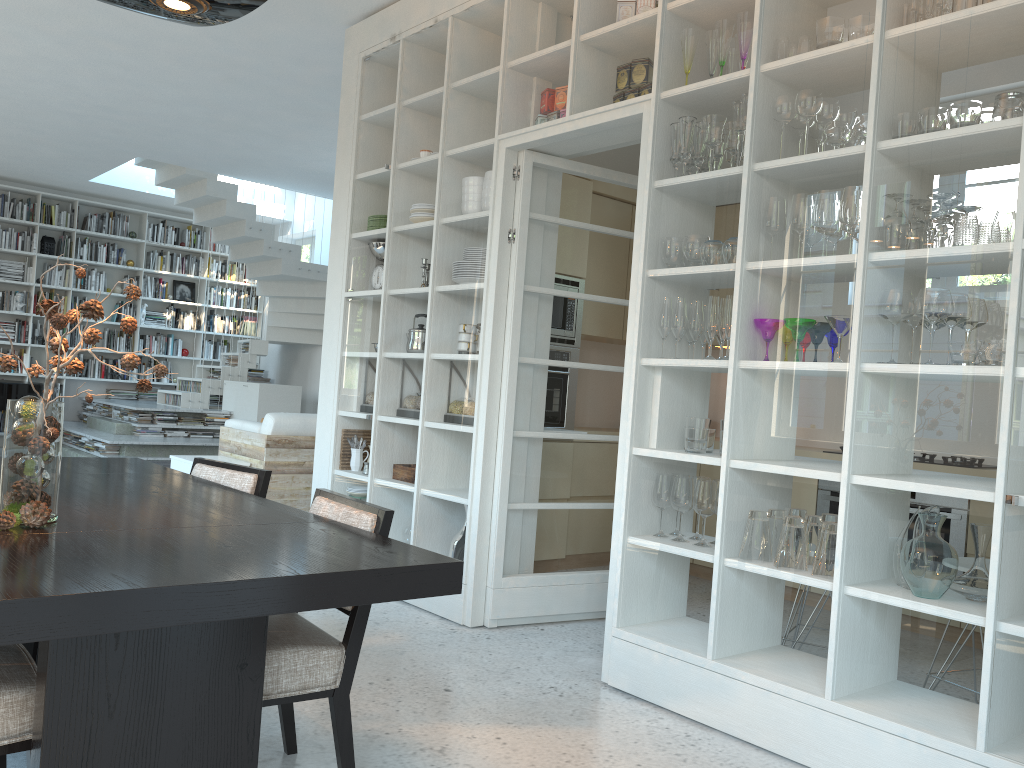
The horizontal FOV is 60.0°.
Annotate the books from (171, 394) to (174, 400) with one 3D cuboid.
[{"bbox_3d":[-4.171,0.195,11.025,0.125,0.125,0.008,4,0,-40],"label":"books"}]

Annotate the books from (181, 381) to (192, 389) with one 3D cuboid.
[{"bbox_3d":[-4.109,0.027,11.195,0.125,0.125,0.008,4,0,-40],"label":"books"}]

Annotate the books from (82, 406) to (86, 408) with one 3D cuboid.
[{"bbox_3d":[-5.389,0.302,11.373,0.179,0.012,0.261,5,-1,-40],"label":"books"}]

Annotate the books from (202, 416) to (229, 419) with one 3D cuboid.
[{"bbox_3d":[-3.471,0.394,10.360,0.261,0.012,0.179,5,-1,-36],"label":"books"}]

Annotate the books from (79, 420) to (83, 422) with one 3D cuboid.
[{"bbox_3d":[-5.448,0.477,11.380,0.163,0.019,0.187,5,-1,-41],"label":"books"}]

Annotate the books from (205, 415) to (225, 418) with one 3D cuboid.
[{"bbox_3d":[-3.474,0.376,10.365,0.192,0.024,0.167,5,-1,-35],"label":"books"}]

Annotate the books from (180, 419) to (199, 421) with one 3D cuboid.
[{"bbox_3d":[-3.710,0.408,10.179,0.179,0.010,0.160,5,-1,-38],"label":"books"}]

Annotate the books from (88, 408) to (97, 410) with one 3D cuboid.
[{"bbox_3d":[-5.199,0.318,11.154,0.163,0.008,0.294,5,-1,-42],"label":"books"}]

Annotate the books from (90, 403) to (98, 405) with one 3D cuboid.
[{"bbox_3d":[-5.193,0.256,11.155,0.163,0.018,0.289,5,-1,-41],"label":"books"}]

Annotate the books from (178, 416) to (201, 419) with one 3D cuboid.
[{"bbox_3d":[-3.701,0.385,10.170,0.173,0.011,0.203,4,-1,45],"label":"books"}]

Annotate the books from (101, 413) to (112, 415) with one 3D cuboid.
[{"bbox_3d":[-4.824,0.363,10.698,0.178,0.014,0.247,5,-1,-42],"label":"books"}]

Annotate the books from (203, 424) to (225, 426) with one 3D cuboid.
[{"bbox_3d":[-3.481,0.482,10.365,0.220,0.011,0.177,5,-1,-42],"label":"books"}]

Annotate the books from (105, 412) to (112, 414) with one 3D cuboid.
[{"bbox_3d":[-4.806,0.349,10.712,0.138,0.017,0.237,5,-1,-41],"label":"books"}]

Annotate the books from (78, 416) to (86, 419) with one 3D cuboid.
[{"bbox_3d":[-5.443,0.431,11.381,0.159,0.012,0.278,5,-1,-41],"label":"books"}]

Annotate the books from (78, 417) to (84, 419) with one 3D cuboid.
[{"bbox_3d":[-5.446,0.443,11.379,0.170,0.012,0.215,5,-1,-40],"label":"books"}]

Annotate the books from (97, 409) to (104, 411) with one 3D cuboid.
[{"bbox_3d":[-4.997,0.324,10.926,0.154,0.018,0.220,5,-1,-41],"label":"books"}]

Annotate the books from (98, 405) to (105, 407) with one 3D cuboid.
[{"bbox_3d":[-4.994,0.276,10.926,0.160,0.010,0.179,5,-1,-40],"label":"books"}]

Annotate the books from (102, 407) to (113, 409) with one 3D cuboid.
[{"bbox_3d":[-4.820,0.288,10.696,0.187,0.009,0.261,5,-1,-41],"label":"books"}]

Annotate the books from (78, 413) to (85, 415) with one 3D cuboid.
[{"bbox_3d":[-5.447,0.384,11.375,0.174,0.009,0.240,5,-1,-38],"label":"books"}]

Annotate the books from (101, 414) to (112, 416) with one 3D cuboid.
[{"bbox_3d":[-4.830,0.375,10.694,0.182,0.011,0.253,5,-1,-36],"label":"books"}]

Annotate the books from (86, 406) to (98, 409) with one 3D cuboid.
[{"bbox_3d":[-5.208,0.298,11.145,0.189,0.030,0.237,5,-1,-43],"label":"books"}]

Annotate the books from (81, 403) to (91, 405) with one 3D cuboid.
[{"bbox_3d":[-5.391,0.261,11.369,0.252,0.015,0.171,4,-1,45],"label":"books"}]

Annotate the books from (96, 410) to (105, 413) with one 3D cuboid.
[{"bbox_3d":[-5.007,0.344,10.919,0.164,0.023,0.242,5,-1,-36],"label":"books"}]

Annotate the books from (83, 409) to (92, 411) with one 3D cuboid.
[{"bbox_3d":[-5.388,0.334,11.376,0.163,0.017,0.232,5,-1,-38],"label":"books"}]

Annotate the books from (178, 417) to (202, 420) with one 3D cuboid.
[{"bbox_3d":[-3.706,0.397,10.175,0.246,0.013,0.172,5,-1,-41],"label":"books"}]

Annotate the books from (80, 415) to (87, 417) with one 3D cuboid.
[{"bbox_3d":[-5.445,0.408,11.378,0.160,0.009,0.210,5,-1,-36],"label":"books"}]

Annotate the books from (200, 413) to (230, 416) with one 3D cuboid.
[{"bbox_3d":[-3.466,0.358,10.357,0.181,0.013,0.285,4,-1,45],"label":"books"}]

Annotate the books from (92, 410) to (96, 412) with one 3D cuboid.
[{"bbox_3d":[-5.188,0.342,11.164,0.131,0.021,0.240,5,-1,-38],"label":"books"}]

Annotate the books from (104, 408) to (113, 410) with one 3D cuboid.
[{"bbox_3d":[-4.816,0.299,10.701,0.161,0.012,0.254,5,-1,-36],"label":"books"}]

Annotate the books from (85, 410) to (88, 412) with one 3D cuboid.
[{"bbox_3d":[-5.379,0.350,11.385,0.134,0.014,0.181,5,-1,-43],"label":"books"}]

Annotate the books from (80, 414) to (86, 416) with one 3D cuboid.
[{"bbox_3d":[-5.443,0.396,11.379,0.152,0.015,0.208,5,-1,-35],"label":"books"}]

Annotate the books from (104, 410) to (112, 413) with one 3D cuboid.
[{"bbox_3d":[-4.814,0.331,10.704,0.159,0.018,0.203,5,-1,-42],"label":"books"}]

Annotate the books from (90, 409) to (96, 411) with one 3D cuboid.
[{"bbox_3d":[-5.197,0.326,11.156,0.152,0.009,0.259,5,-1,-43],"label":"books"}]

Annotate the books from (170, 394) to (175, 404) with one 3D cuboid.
[{"bbox_3d":[-4.186,0.194,11.043,0.125,0.125,0.009,4,0,-40],"label":"books"}]

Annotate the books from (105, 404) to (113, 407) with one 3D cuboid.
[{"bbox_3d":[-4.807,0.258,10.706,0.139,0.028,0.261,5,-1,-35],"label":"books"}]

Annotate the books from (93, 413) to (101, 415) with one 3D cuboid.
[{"bbox_3d":[-5.012,0.373,10.917,0.183,0.012,0.296,5,-1,-41],"label":"books"}]

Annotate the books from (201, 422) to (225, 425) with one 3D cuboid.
[{"bbox_3d":[-3.490,0.459,10.377,0.132,0.016,0.262,4,-1,45],"label":"books"}]

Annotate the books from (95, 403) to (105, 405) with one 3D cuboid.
[{"bbox_3d":[-5.002,0.250,10.917,0.243,0.015,0.165,4,-1,45],"label":"books"}]

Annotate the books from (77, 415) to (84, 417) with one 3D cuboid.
[{"bbox_3d":[-5.452,0.416,11.373,0.184,0.006,0.262,5,-1,-39],"label":"books"}]

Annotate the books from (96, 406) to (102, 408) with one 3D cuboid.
[{"bbox_3d":[-4.999,0.285,10.922,0.167,0.008,0.234,5,-1,-41],"label":"books"}]

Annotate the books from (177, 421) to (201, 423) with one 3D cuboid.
[{"bbox_3d":[-3.708,0.435,10.173,0.215,0.015,0.177,5,-1,-39],"label":"books"}]

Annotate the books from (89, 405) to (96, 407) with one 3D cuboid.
[{"bbox_3d":[-5.198,0.280,11.152,0.171,0.007,0.206,5,-1,-38],"label":"books"}]

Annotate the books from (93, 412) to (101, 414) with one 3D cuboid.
[{"bbox_3d":[-5.015,0.361,10.914,0.190,0.012,0.235,5,-1,-42],"label":"books"}]

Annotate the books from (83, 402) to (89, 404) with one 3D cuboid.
[{"bbox_3d":[-5.382,0.250,11.376,0.167,0.008,0.234,5,-1,-41],"label":"books"}]

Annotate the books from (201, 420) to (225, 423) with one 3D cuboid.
[{"bbox_3d":[-3.485,0.437,10.373,0.268,0.014,0.159,5,-1,-41],"label":"books"}]

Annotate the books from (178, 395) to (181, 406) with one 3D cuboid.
[{"bbox_3d":[-4.006,0.205,10.830,0.125,0.125,0.008,4,0,-40],"label":"books"}]

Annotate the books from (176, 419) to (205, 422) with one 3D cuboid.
[{"bbox_3d":[-3.697,0.421,10.162,0.187,0.014,0.273,4,-1,45],"label":"books"}]

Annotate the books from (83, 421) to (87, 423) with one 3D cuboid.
[{"bbox_3d":[-5.259,0.478,11.132,0.187,0.009,0.261,5,-1,-37],"label":"books"}]

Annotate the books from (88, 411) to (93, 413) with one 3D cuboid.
[{"bbox_3d":[-5.204,0.360,11.152,0.173,0.017,0.233,5,-1,-41],"label":"books"}]

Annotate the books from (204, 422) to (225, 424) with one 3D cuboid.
[{"bbox_3d":[-3.472,0.449,10.357,0.281,0.008,0.181,5,-1,-35],"label":"books"}]

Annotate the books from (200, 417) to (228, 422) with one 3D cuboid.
[{"bbox_3d":[-3.477,0.415,10.366,0.284,0.030,0.177,5,-1,-39],"label":"books"}]

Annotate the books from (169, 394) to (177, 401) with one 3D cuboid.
[{"bbox_3d":[-4.216,0.192,11.078,0.125,0.125,0.007,4,0,-40],"label":"books"}]

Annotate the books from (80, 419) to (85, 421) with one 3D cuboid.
[{"bbox_3d":[-5.447,0.465,11.381,0.144,0.005,0.257,5,-1,-35],"label":"books"}]

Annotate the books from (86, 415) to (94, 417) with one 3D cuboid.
[{"bbox_3d":[-5.237,0.402,11.146,0.149,0.014,0.228,5,-1,-42],"label":"books"}]

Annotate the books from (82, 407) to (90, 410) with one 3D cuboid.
[{"bbox_3d":[-5.393,0.317,11.371,0.175,0.017,0.265,5,-1,-37],"label":"books"}]

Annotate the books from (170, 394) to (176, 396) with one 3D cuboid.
[{"bbox_3d":[-4.202,0.193,11.061,0.125,0.125,0.008,4,0,-40],"label":"books"}]

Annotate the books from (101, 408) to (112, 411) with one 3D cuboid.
[{"bbox_3d":[-4.820,0.313,10.699,0.179,0.017,0.293,5,-1,-39],"label":"books"}]
